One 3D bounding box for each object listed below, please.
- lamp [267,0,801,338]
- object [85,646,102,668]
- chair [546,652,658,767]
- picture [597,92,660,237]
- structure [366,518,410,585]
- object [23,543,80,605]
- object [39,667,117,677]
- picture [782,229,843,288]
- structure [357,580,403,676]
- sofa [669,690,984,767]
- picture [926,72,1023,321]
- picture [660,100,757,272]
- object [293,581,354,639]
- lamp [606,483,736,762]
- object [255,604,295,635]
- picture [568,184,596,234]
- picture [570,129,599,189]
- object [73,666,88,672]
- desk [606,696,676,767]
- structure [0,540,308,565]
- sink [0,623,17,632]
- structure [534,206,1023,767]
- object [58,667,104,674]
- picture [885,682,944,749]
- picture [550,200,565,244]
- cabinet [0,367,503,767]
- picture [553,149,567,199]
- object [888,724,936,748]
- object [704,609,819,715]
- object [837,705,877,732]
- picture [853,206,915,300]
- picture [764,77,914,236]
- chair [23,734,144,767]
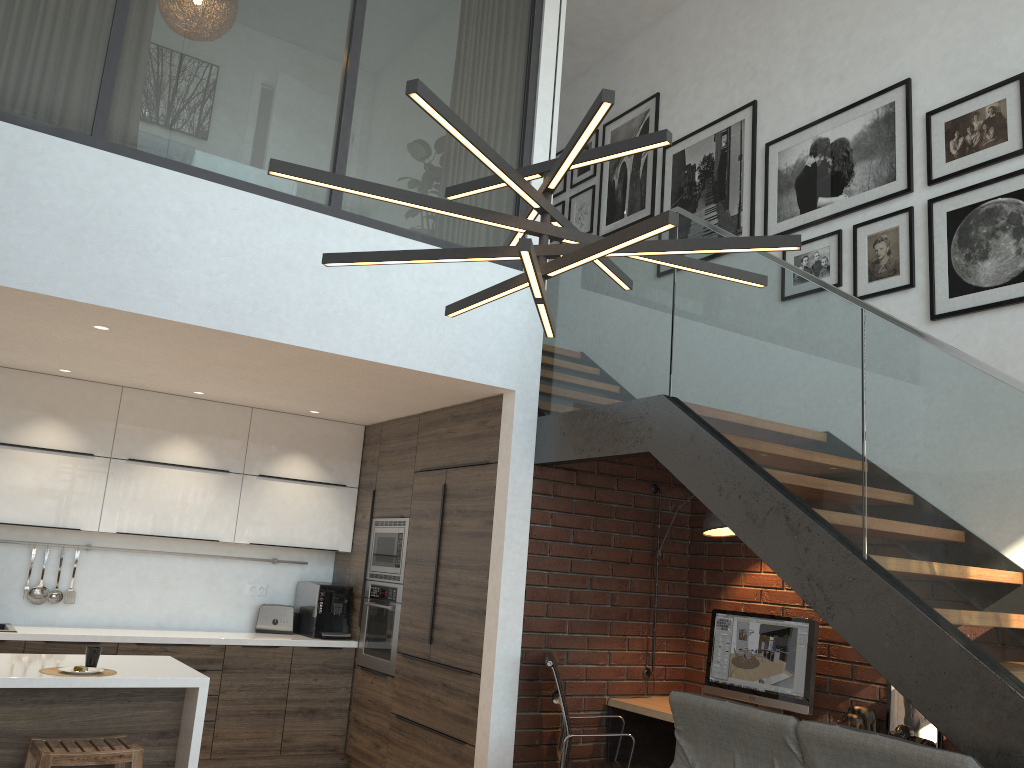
[{"bbox_3d":[0.197,-1.960,2.310,1.200,3.645,0.831,9,-13,-21],"label":"lamp"},{"bbox_3d":[-1.832,1.198,3.871,0.066,0.093,0.066,-3,-14,30],"label":"object"},{"bbox_3d":[0.440,1.923,4.533,0.700,0.991,0.651,4,-12,2],"label":"chair"},{"bbox_3d":[0.881,-1.643,6.762,0.025,0.990,0.654,12,-14,-31],"label":"picture"},{"bbox_3d":[-0.658,1.168,6.141,0.459,0.430,0.595,12,-14,-31],"label":"structure"},{"bbox_3d":[-2.955,1.220,5.697,0.320,0.389,0.069,11,-14,-30],"label":"object"},{"bbox_3d":[-1.846,1.226,3.777,0.304,0.002,0.304,4,-12,0],"label":"object"},{"bbox_3d":[1.719,-0.674,5.088,0.025,0.333,0.410,12,-14,-31],"label":"picture"},{"bbox_3d":[-0.711,1.653,6.028,0.495,0.570,0.595,12,-14,-31],"label":"structure"},{"bbox_3d":[0.615,1.369,1.829,2.108,0.995,3.169,12,-14,-31],"label":"sofa"},{"bbox_3d":[2.580,-0.710,3.706,0.028,1.678,1.785,12,-14,-31],"label":"picture"},{"bbox_3d":[1.300,-1.287,5.964,0.025,0.990,0.871,12,-14,-31],"label":"picture"},{"bbox_3d":[-1.349,1.623,6.386,0.274,0.378,0.532,12,-14,-31],"label":"object"},{"bbox_3d":[1.103,1.531,4.883,1.054,2.003,0.462,-6,-16,41],"label":"lamp"},{"bbox_3d":[-1.687,1.678,6.337,0.260,0.195,0.177,7,-12,-11],"label":"object"},{"bbox_3d":[0.561,-1.373,7.194,0.025,0.410,0.333,12,-14,-31],"label":"picture"},{"bbox_3d":[0.597,-1.847,7.294,0.025,0.410,0.333,12,-14,-31],"label":"picture"},{"bbox_3d":[-2.050,1.152,3.614,0.597,0.039,0.064,13,-15,-35],"label":"object"},{"bbox_3d":[1.339,2.049,4.203,0.610,0.750,2.182,12,-14,-31],"label":"desk"},{"bbox_3d":[-2.786,1.077,5.840,3.000,0.045,0.050,12,-14,-31],"label":"structure"},{"bbox_3d":[-3.277,1.370,5.140,0.706,0.518,0.512,12,-14,-31],"label":"sink"},{"bbox_3d":[1.364,0.873,4.078,1.289,3.460,5.660,12,-14,-31],"label":"structure"},{"bbox_3d":[-1.819,1.212,3.745,0.176,0.014,0.176,11,-13,-27],"label":"object"},{"bbox_3d":[1.862,1.516,4.102,0.049,0.329,0.279,12,-14,-31],"label":"picture"},{"bbox_3d":[0.338,-1.317,7.535,0.025,0.410,0.333,12,-14,-31],"label":"picture"},{"bbox_3d":[-2.144,1.071,4.849,3.495,2.401,2.401,12,-14,-31],"label":"cabinet"},{"bbox_3d":[0.375,-1.794,7.636,0.025,0.410,0.333,12,-14,-31],"label":"picture"},{"bbox_3d":[1.774,1.579,3.925,0.149,0.119,0.166,13,-14,-34],"label":"object"},{"bbox_3d":[1.232,1.483,4.679,0.431,0.535,0.716,12,-14,-31],"label":"object"},{"bbox_3d":[1.636,1.608,4.217,0.149,0.160,0.252,9,-13,-22],"label":"object"},{"bbox_3d":[1.964,-0.682,4.694,0.022,0.440,0.358,12,-14,-31],"label":"picture"},{"bbox_3d":[1.838,-1.251,5.083,0.025,0.654,0.990,12,-14,-31],"label":"picture"},{"bbox_3d":[-1.741,1.744,3.522,0.450,0.600,0.350,12,-14,-34],"label":"chair"}]
